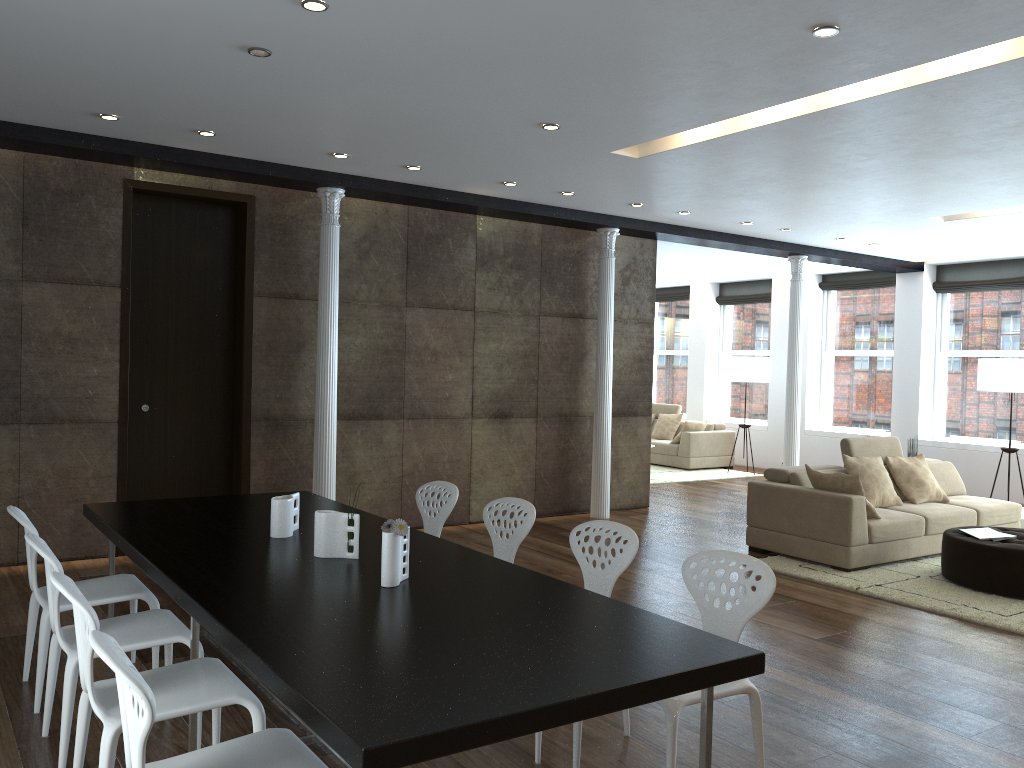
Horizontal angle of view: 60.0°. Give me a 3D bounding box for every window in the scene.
[{"bbox_3d":[2.895,-0.540,15.998,0.123,2.400,1.444,1,1,-34],"label":"window"},{"bbox_3d":[6.089,-0.362,11.311,0.123,2.400,1.432,1,1,-34],"label":"window"},{"bbox_3d":[5.069,-0.419,12.808,0.123,2.400,1.391,1,1,-34],"label":"window"},{"bbox_3d":[3.905,-0.483,14.516,0.123,2.400,1.345,1,1,-34],"label":"window"}]

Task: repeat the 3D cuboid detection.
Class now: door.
[{"bbox_3d":[-2.642,-0.118,7.062,1.000,2.814,0.510,1,1,-34],"label":"door"}]

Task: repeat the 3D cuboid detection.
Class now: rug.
[{"bbox_3d":[1.253,1.251,13.791,2.972,0.020,4.231,1,1,-34],"label":"rug"},{"bbox_3d":[4.394,1.471,6.915,4.231,0.020,2.972,1,1,-34],"label":"rug"}]

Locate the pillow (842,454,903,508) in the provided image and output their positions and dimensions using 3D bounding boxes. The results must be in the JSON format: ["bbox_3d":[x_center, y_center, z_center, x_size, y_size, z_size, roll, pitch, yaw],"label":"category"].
[{"bbox_3d":[3.097,0.828,7.615,0.534,0.439,0.301,1,1,-31],"label":"pillow"}]

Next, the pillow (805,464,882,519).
[{"bbox_3d":[2.602,0.849,6.990,0.395,0.393,0.518,1,1,-31],"label":"pillow"}]

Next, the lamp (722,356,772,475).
[{"bbox_3d":[3.419,0.466,13.010,0.698,1.728,0.698,1,1,-11],"label":"lamp"}]

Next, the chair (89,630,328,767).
[{"bbox_3d":[-0.746,1.015,2.227,0.581,0.835,0.495,1,1,-34],"label":"chair"}]

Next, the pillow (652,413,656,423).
[{"bbox_3d":[2.116,0.671,14.782,0.368,0.416,0.519,1,1,-39],"label":"pillow"}]

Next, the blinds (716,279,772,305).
[{"bbox_3d":[3.880,-1.498,14.461,0.156,0.393,1.342,1,1,-34],"label":"blinds"}]

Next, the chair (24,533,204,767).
[{"bbox_3d":[-1.537,0.971,3.388,0.581,0.835,0.495,1,1,-34],"label":"chair"}]

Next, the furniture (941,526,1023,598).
[{"bbox_3d":[3.683,1.275,6.396,1.057,0.355,1.057,1,1,-32],"label":"furniture"}]

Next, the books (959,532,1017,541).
[{"bbox_3d":[3.440,1.091,6.415,0.219,0.031,0.300,1,1,-19],"label":"books"}]

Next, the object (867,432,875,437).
[{"bbox_3d":[4.604,1.007,11.447,0.458,0.781,0.458,1,1,-35],"label":"object"}]

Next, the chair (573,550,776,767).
[{"bbox_3d":[0.595,1.034,3.109,0.581,0.835,0.495,1,1,-34],"label":"chair"}]

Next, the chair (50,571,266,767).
[{"bbox_3d":[-1.142,0.993,2.807,0.581,0.835,0.495,1,1,-34],"label":"chair"}]

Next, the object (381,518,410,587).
[{"bbox_3d":[-0.388,0.577,3.076,0.076,0.233,0.161,2,1,37],"label":"object"}]

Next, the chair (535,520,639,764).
[{"bbox_3d":[0.204,1.012,3.691,0.581,0.835,0.495,1,1,-34],"label":"chair"}]

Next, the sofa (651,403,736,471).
[{"bbox_3d":[2.322,0.801,14.479,1.018,0.950,2.581,1,1,-34],"label":"sofa"}]

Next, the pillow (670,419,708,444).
[{"bbox_3d":[2.710,0.723,13.511,0.518,0.393,0.395,1,1,-38],"label":"pillow"}]

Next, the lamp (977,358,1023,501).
[{"bbox_3d":[5.552,0.586,9.881,0.698,1.728,0.698,1,1,-11],"label":"lamp"}]

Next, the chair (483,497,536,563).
[{"bbox_3d":[-0.204,0.989,4.305,0.581,0.835,0.495,1,1,-34],"label":"chair"}]

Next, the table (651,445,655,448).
[{"bbox_3d":[1.545,1.073,12.827,1.022,0.393,1.022,2,1,10],"label":"table"}]

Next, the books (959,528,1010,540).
[{"bbox_3d":[3.414,1.082,6.415,0.220,0.040,0.301,2,1,1],"label":"books"}]

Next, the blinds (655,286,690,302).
[{"bbox_3d":[2.874,-1.614,15.940,0.156,0.275,1.442,1,1,-34],"label":"blinds"}]

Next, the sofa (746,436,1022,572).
[{"bbox_3d":[3.311,0.960,7.749,2.581,0.950,1.021,1,1,-34],"label":"sofa"}]

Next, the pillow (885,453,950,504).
[{"bbox_3d":[3.620,0.845,7.956,0.519,0.416,0.368,1,1,-30],"label":"pillow"}]

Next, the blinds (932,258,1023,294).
[{"bbox_3d":[6.051,-1.376,11.248,0.183,0.395,1.431,1,1,-34],"label":"blinds"}]

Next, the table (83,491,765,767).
[{"bbox_3d":[-0.765,1.041,3.505,1.200,0.733,3.400,1,1,-34],"label":"table"}]

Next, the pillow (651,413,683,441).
[{"bbox_3d":[2.479,0.680,14.273,0.301,0.439,0.534,1,1,-38],"label":"pillow"}]

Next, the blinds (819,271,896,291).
[{"bbox_3d":[5.046,-1.493,12.752,0.156,0.275,1.396,1,1,-34],"label":"blinds"}]

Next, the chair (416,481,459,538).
[{"bbox_3d":[-0.611,0.967,4.868,0.581,0.835,0.495,1,1,-34],"label":"chair"}]

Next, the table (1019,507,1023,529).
[{"bbox_3d":[5.225,1.366,8.569,0.900,0.170,0.900,1,1,-34],"label":"table"}]

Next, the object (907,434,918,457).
[{"bbox_3d":[5.046,1.024,11.184,0.458,0.781,0.458,1,1,-35],"label":"object"}]

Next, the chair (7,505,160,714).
[{"bbox_3d":[-1.932,0.949,3.968,0.581,0.835,0.495,1,1,-34],"label":"chair"}]
